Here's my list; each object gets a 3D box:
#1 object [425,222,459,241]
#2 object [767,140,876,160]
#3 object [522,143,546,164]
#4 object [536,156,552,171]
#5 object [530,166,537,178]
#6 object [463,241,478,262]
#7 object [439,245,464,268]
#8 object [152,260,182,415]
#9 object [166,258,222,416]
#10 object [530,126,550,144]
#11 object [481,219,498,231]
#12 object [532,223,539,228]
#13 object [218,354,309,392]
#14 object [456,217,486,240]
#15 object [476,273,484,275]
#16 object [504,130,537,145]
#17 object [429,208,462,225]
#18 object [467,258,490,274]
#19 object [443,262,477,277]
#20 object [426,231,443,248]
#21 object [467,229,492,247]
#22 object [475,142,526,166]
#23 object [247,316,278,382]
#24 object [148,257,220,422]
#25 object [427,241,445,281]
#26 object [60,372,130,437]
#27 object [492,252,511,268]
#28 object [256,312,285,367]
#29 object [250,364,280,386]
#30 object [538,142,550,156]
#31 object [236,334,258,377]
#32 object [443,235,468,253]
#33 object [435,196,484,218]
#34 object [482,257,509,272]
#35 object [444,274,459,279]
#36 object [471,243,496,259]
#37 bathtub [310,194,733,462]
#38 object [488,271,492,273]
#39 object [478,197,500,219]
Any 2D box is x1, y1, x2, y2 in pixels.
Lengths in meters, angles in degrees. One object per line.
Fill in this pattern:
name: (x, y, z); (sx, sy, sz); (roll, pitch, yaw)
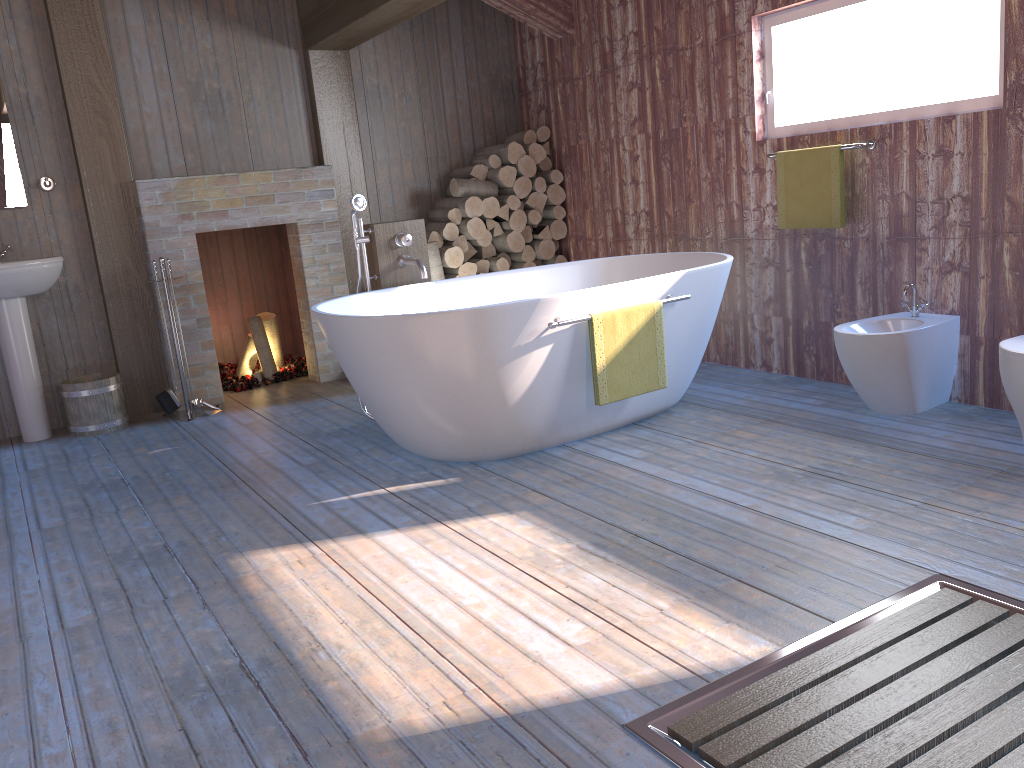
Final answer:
object: (-0.456, -0.981, 5.702); (0.115, 0.123, 0.291); (-12, 14, -28)
object: (1.379, -1.061, 4.036); (0.091, 0.043, 0.581); (-13, 14, -29)
object: (0.054, -1.531, 5.959); (0.133, 0.142, 0.456); (-12, 14, -28)
object: (0.156, -1.497, 6.045); (0.107, 0.115, 0.269); (-12, 14, -28)
object: (0.036, -1.431, 6.059); (0.132, 0.119, 0.319); (-12, 14, -28)
object: (-0.360, -0.888, 5.897); (0.128, 0.150, 0.323); (-13, 14, -29)
object: (-0.472, -0.825, 5.726); (0.138, 0.147, 0.440); (-13, 14, -29)
object: (-1.919, -0.242, 4.805); (0.062, 0.846, 0.136); (5, 16, 40)
object: (-1.787, -0.256, 4.868); (0.206, 0.871, 0.126); (-3, 13, 13)
object: (0.142, -1.675, 6.008); (0.112, 0.113, 0.271); (-13, 14, -29)
object: (-0.198, -1.054, 5.854); (0.088, 0.092, 0.280); (-12, 14, -28)
object: (0.112, -1.094, 6.024); (0.067, 0.069, 0.177); (-13, 14, -29)
object: (-1.744, -0.092, 6.042); (0.935, 0.085, 0.829); (5, 16, 41)
object: (-0.341, -1.009, 5.773); (0.141, 0.143, 0.437); (-13, 14, -31)
object: (-0.307, -0.687, 5.842); (0.098, 0.100, 0.437); (-13, 14, -31)
object: (0.053, -1.632, 5.960); (0.104, 0.121, 0.270); (-12, 14, -28)
object: (-0.427, -1.081, 5.722); (0.106, 0.112, 0.282); (-12, 14, -28)
object: (-0.267, -0.772, 5.862); (0.114, 0.120, 0.303); (-12, 14, -28)
object: (-0.394, -0.738, 5.804); (0.139, 0.148, 0.458); (-13, 14, -29)
object: (-0.565, -0.923, 5.702); (0.114, 0.113, 0.301); (-13, 14, -31)
object: (-0.250, -0.965, 5.832); (0.115, 0.123, 0.291); (-12, 14, -28)
object: (-0.082, -1.515, 5.877); (0.135, 0.139, 0.456); (-12, 14, -28)
object: (-1.606, -0.220, 5.728); (0.098, 0.434, 0.283); (-13, 14, -31)
object: (-1.884, -0.252, 4.885); (0.276, 0.888, 0.333); (-3, 13, 12)
object: (-0.491, -0.736, 5.526); (0.147, 0.298, 0.109); (-12, 14, -26)
object: (-2.258, 0.108, 4.806); (0.309, 0.290, 0.308); (-10, 13, -19)
object: (-0.134, -0.839, 6.045); (0.116, 0.118, 0.289); (-13, 14, -31)
object: (-1.629, -0.257, 5.978); (0.140, 0.459, 0.266); (-8, 13, -12)
object: (-1.600, -0.061, 5.767); (0.085, 0.084, 0.278); (-2, 13, 16)
object: (0.145, -1.595, 6.041); (0.081, 0.100, 0.281); (-13, 14, -29)
object: (-1.731, -0.177, 5.854); (0.221, 0.306, 0.121); (-6, 12, -2)
object: (-0.407, -0.907, 5.763); (0.111, 0.113, 0.301); (-13, 14, -30)
object: (-0.347, -1.145, 5.755); (0.135, 0.145, 0.439); (-13, 14, -29)
object: (-0.177, -0.795, 5.907); (0.098, 0.100, 0.437); (-13, 14, -31)
object: (-0.493, -0.624, 5.773); (0.155, 0.174, 0.483); (-13, 14, -31)
object: (-0.233, -0.903, 5.974); (0.104, 0.127, 0.321); (-13, 14, -29)
bathtub: (0.110, -0.352, 3.921); (1.935, 1.109, 1.460); (-7, 12, -8)
object: (-0.231, -0.704, 5.893); (0.086, 0.089, 0.279); (-13, 14, -31)
object: (-0.247, -1.154, 5.814); (0.138, 0.147, 0.440); (-13, 14, -29)
